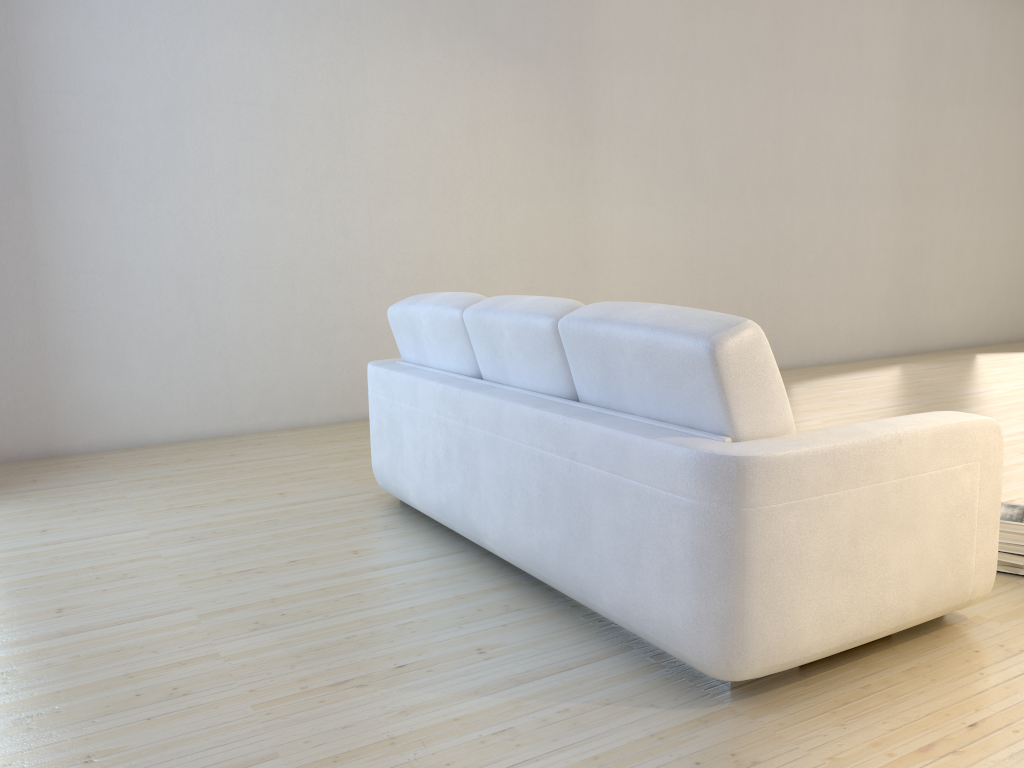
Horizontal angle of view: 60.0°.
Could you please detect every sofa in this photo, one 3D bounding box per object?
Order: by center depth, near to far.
[{"bbox_3d":[0.316,0.127,2.952,0.941,0.862,2.166,-6,10,-30],"label":"sofa"}]

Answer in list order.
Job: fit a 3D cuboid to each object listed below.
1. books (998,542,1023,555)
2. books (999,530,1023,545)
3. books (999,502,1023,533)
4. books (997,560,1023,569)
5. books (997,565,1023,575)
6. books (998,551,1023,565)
[{"bbox_3d":[1.515,0.472,2.790,0.328,0.027,0.247,5,10,35],"label":"books"},{"bbox_3d":[1.514,0.439,2.786,0.319,0.038,0.247,4,10,31],"label":"books"},{"bbox_3d":[1.518,0.409,2.778,0.287,0.025,0.247,4,10,33],"label":"books"},{"bbox_3d":[1.521,0.520,2.794,0.287,0.018,0.247,4,10,33],"label":"books"},{"bbox_3d":[1.517,0.538,2.800,0.328,0.018,0.247,5,10,35],"label":"books"},{"bbox_3d":[1.502,0.497,2.808,0.287,0.025,0.247,7,12,44],"label":"books"}]
